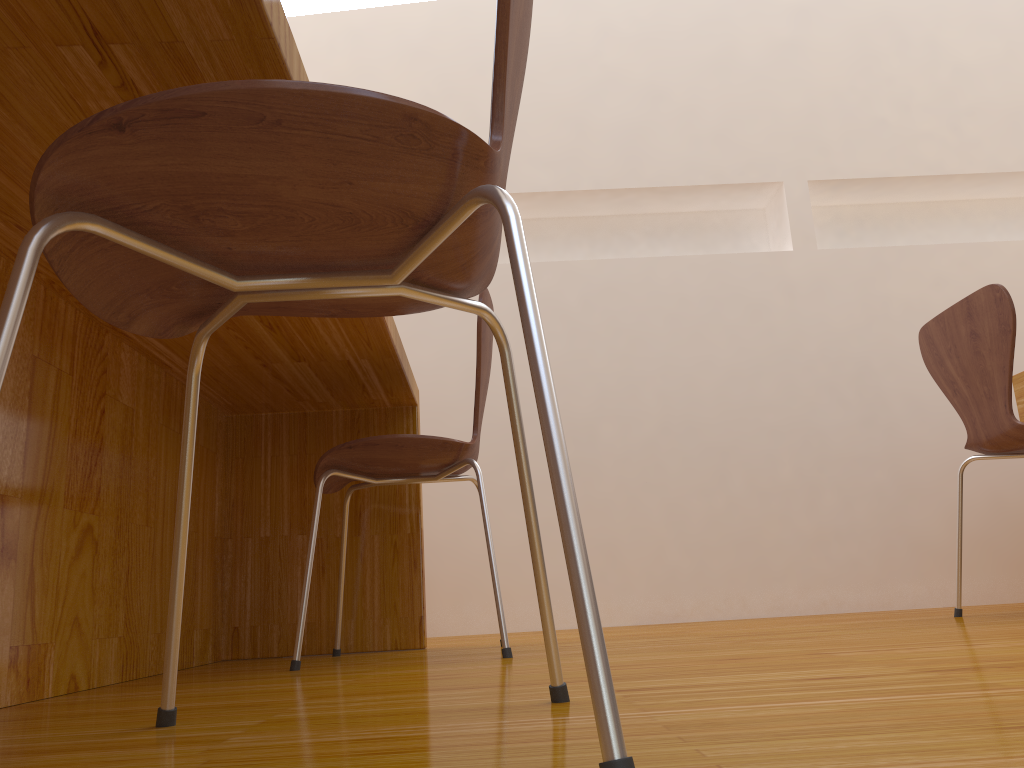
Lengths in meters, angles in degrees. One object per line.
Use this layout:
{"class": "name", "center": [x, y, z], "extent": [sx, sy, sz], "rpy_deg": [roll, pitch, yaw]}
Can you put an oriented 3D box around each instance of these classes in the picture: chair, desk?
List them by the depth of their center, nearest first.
{"class": "desk", "center": [-0.814, -0.248, 0.564], "extent": [1.248, 1.022, 3.216], "rpy_deg": [-3, -14, -2]}
{"class": "chair", "center": [-0.149, -0.076, 0.695], "extent": [0.381, 0.693, 0.428], "rpy_deg": [-3, -14, -2]}
{"class": "desk", "center": [2.162, -0.052, 0.811], "extent": [1.527, 0.785, 3.243], "rpy_deg": [-3, -14, -2]}
{"class": "chair", "center": [-0.209, 0.194, 1.779], "extent": [0.381, 0.693, 0.428], "rpy_deg": [-3, -14, -2]}
{"class": "chair", "center": [1.204, 0.152, 1.955], "extent": [0.381, 0.693, 0.428], "rpy_deg": [-3, -14, -2]}
